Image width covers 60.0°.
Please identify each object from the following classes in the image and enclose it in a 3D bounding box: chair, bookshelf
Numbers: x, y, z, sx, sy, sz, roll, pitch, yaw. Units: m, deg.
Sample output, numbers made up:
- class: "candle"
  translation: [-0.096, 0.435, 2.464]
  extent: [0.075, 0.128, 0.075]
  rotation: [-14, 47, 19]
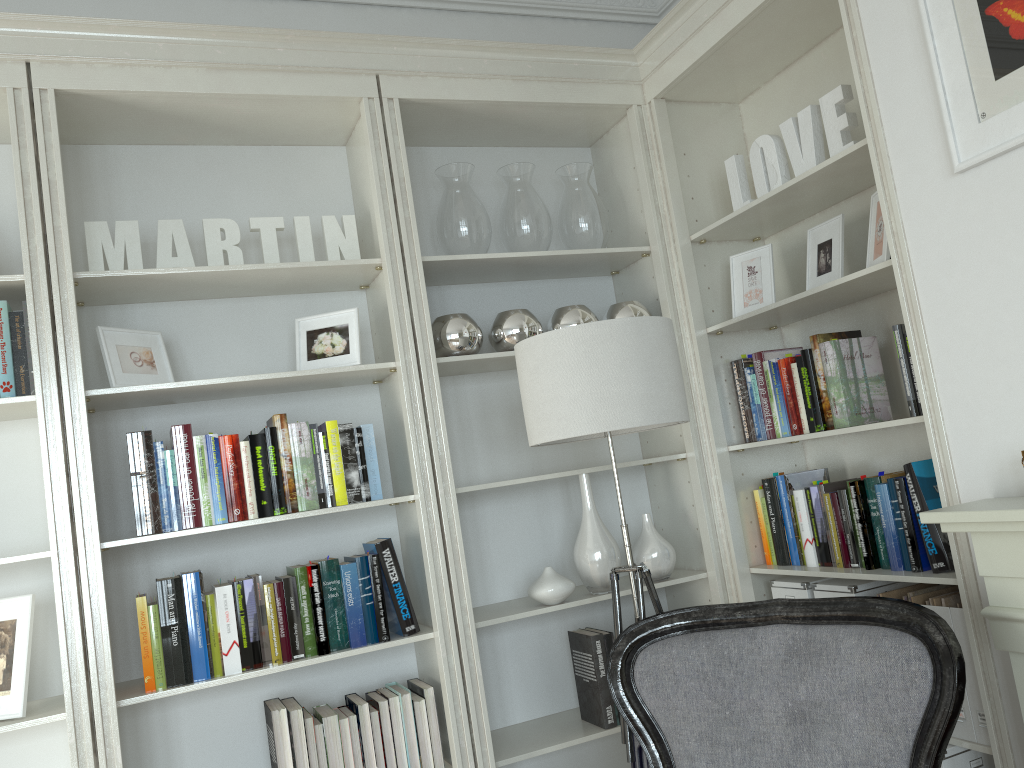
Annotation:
- class: "chair"
  translation: [0.505, 0.996, 1.702]
  extent: [0.778, 1.024, 0.763]
  rotation: [-13, -7, 32]
- class: "bookshelf"
  translation: [-0.750, 0.347, 2.639]
  extent: [0.972, 2.523, 0.399]
  rotation: [-6, -7, -23]
- class: "bookshelf"
  translation: [-1.641, 0.443, 2.261]
  extent: [0.972, 2.523, 0.399]
  rotation: [-6, -7, -23]
- class: "bookshelf"
  translation: [0.141, 0.251, 3.017]
  extent: [0.972, 2.523, 0.399]
  rotation: [-6, -7, -23]
- class: "bookshelf"
  translation: [1.018, 0.075, 2.652]
  extent: [0.399, 2.523, 0.988]
  rotation: [-6, -7, -23]

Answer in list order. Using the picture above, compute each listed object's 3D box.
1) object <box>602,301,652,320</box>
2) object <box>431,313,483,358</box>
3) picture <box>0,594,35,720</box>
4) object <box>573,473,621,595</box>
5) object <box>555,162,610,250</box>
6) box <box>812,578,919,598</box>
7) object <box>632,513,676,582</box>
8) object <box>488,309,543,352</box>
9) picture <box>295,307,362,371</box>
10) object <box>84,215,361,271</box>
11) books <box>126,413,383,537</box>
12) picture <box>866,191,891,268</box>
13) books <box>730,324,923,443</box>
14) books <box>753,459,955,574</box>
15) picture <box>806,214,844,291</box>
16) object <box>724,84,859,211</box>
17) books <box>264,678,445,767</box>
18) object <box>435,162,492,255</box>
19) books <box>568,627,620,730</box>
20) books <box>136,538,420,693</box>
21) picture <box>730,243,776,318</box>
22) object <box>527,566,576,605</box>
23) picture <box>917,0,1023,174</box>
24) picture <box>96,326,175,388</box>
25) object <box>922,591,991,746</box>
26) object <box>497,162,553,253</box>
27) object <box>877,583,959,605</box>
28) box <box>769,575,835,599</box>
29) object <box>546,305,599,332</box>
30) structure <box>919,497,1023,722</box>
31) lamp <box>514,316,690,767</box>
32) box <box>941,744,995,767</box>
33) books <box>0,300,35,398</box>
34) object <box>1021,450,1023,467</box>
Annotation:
- class: "object"
  translation: [0.406, -0.211, 3.123]
  extent: [0.185, 0.140, 0.185]
  rotation: [-8, -6, -3]
- class: "object"
  translation: [-0.186, -0.148, 2.872]
  extent: [0.185, 0.140, 0.185]
  rotation: [-8, -6, -3]
- class: "picture"
  translation: [-1.350, 0.719, 2.328]
  extent: [0.202, 0.300, 0.124]
  rotation: [-10, -6, 7]
- class: "object"
  translation: [0.267, 0.488, 2.924]
  extent: [0.155, 0.397, 0.155]
  rotation: [-4, -8, -38]
- class: "object"
  translation: [0.258, -0.618, 3.266]
  extent: [0.193, 0.362, 0.193]
  rotation: [-4, -8, -40]
- class: "box"
  translation: [1.085, 0.650, 2.695]
  extent: [0.264, 0.126, 0.179]
  rotation: [-6, -7, -23]
- class: "object"
  translation: [0.471, 0.551, 3.000]
  extent: [0.153, 0.225, 0.154]
  rotation: [-10, -6, 12]
- class: "object"
  translation: [0.012, -0.169, 2.956]
  extent: [0.185, 0.140, 0.185]
  rotation: [-8, -6, -3]
- class: "picture"
  translation: [-0.560, -0.127, 2.750]
  extent: [0.202, 0.188, 0.124]
  rotation: [-10, -6, 7]
- class: "object"
  translation: [-0.860, -0.414, 2.705]
  extent: [0.790, 0.180, 0.034]
  rotation: [-6, -7, -23]
- class: "books"
  translation: [-0.756, 0.246, 2.629]
  extent: [0.691, 0.301, 0.201]
  rotation: [-6, -7, -22]
- class: "picture"
  translation: [1.017, -0.427, 2.421]
  extent: [0.094, 0.228, 0.153]
  rotation: [-9, -6, 2]
- class: "books"
  translation: [1.025, -0.025, 2.673]
  extent: [0.209, 0.301, 0.919]
  rotation: [-6, -7, -22]
- class: "books"
  translation: [1.054, 0.389, 2.671]
  extent: [0.215, 0.302, 0.763]
  rotation: [-6, -7, -22]
- class: "picture"
  translation: [0.968, -0.387, 2.718]
  extent: [0.094, 0.228, 0.153]
  rotation: [-6, -7, -23]
- class: "object"
  translation: [0.847, -0.691, 2.716]
  extent: [0.039, 0.216, 0.554]
  rotation: [-6, -7, -23]
- class: "books"
  translation: [-0.456, 1.032, 2.580]
  extent: [0.465, 0.291, 0.205]
  rotation: [-6, -7, -23]
- class: "object"
  translation: [-0.173, -0.571, 3.084]
  extent: [0.193, 0.362, 0.193]
  rotation: [-4, -8, -40]
- class: "books"
  translation: [0.448, 0.936, 2.979]
  extent: [0.465, 0.291, 0.205]
  rotation: [-6, -7, -23]
- class: "books"
  translation: [-0.675, 0.647, 2.588]
  extent: [0.762, 0.302, 0.207]
  rotation: [-6, -7, -22]
- class: "picture"
  translation: [0.804, -0.337, 2.946]
  extent: [0.153, 0.228, 0.094]
  rotation: [-14, -8, 42]
- class: "object"
  translation: [0.124, 0.641, 2.828]
  extent: [0.152, 0.116, 0.154]
  rotation: [-6, -7, -26]
- class: "picture"
  translation: [1.060, -0.759, 1.806]
  extent: [0.024, 0.496, 0.494]
  rotation: [-6, -7, -23]
- class: "picture"
  translation: [-1.100, -0.065, 2.560]
  extent: [0.124, 0.192, 0.206]
  rotation: [-13, -7, 32]
- class: "object"
  translation: [1.247, 0.688, 2.265]
  extent: [0.294, 0.378, 0.188]
  rotation: [-6, -7, -23]
- class: "object"
  translation: [0.042, -0.594, 3.175]
  extent: [0.193, 0.362, 0.193]
  rotation: [-4, -8, -40]
- class: "object"
  translation: [1.176, 0.728, 2.442]
  extent: [0.294, 0.360, 0.188]
  rotation: [-6, -7, -23]
- class: "box"
  translation: [1.009, 0.682, 2.882]
  extent: [0.264, 0.126, 0.179]
  rotation: [-6, -7, -23]
- class: "object"
  translation: [0.209, -0.190, 3.040]
  extent: [0.185, 0.140, 0.185]
  rotation: [-8, -6, -3]
- class: "structure"
  translation: [1.464, 0.727, 1.303]
  extent: [1.026, 1.191, 1.432]
  rotation: [-6, -7, -23]
- class: "lamp"
  translation: [0.348, 0.723, 2.278]
  extent: [0.429, 1.739, 0.429]
  rotation: [-10, -6, 10]
- class: "box"
  translation: [1.070, 1.008, 2.541]
  extent: [0.219, 0.099, 0.608]
  rotation: [-6, -7, -23]
- class: "books"
  translation: [-1.500, -0.079, 2.351]
  extent: [0.465, 0.291, 0.205]
  rotation: [-6, -7, -23]
- class: "object"
  translation: [1.087, 0.182, 1.799]
  extent: [0.080, 0.104, 0.080]
  rotation: [-13, -8, 34]
